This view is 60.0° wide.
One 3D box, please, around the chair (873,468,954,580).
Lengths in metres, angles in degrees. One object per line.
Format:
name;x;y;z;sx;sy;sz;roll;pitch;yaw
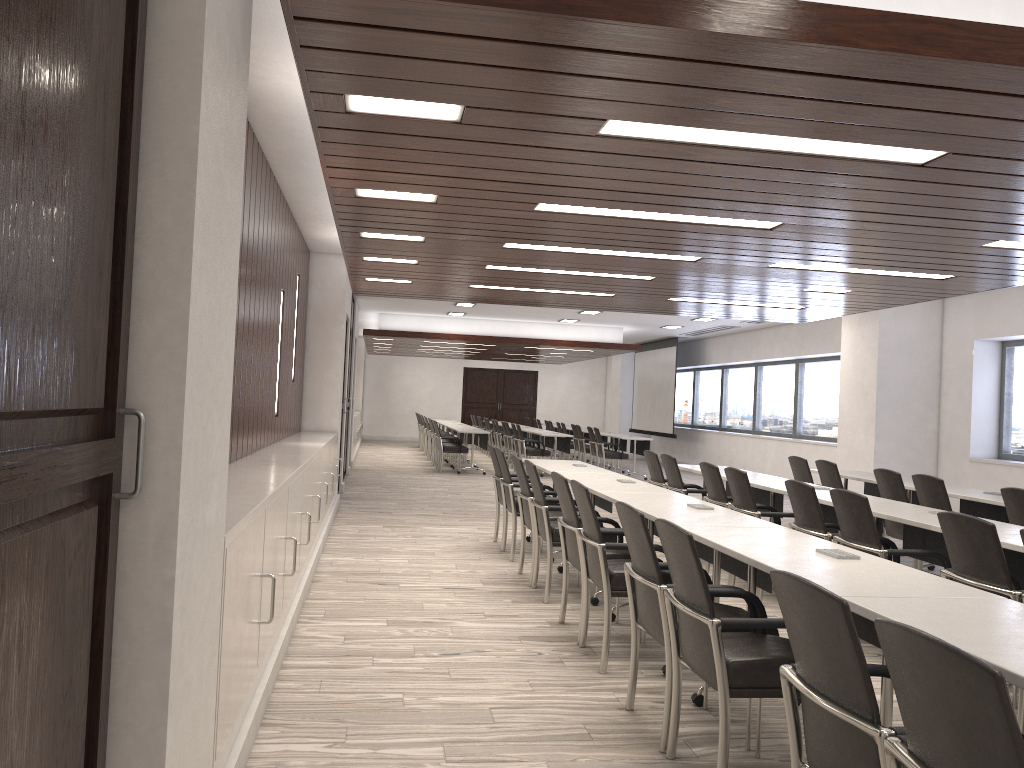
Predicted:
chair;3.284;1.165;7.181;0.638;0.939;0.513;3;-1;-8

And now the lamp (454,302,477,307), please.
lamp;-0.774;-1.374;14.778;0.324;0.120;0.519;3;-1;-9

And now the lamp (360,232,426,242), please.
lamp;-0.851;-1.074;6.332;0.464;0.045;0.236;3;-1;-9

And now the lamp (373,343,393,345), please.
lamp;-2.809;-0.898;19.280;0.464;0.045;0.236;3;-1;-9

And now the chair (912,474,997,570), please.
chair;3.368;1.158;6.665;0.638;0.939;0.513;3;-1;-8

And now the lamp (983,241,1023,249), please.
lamp;3.207;-0.901;5.608;0.421;0.046;0.236;3;-1;-9

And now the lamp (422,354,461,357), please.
lamp;-1.842;-0.773;23.208;1.496;0.045;0.236;3;-1;-9

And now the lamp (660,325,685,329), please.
lamp;3.088;-1.148;17.090;0.324;0.120;0.519;3;-1;-9

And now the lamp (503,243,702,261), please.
lamp;0.676;-0.999;6.561;1.496;0.045;0.236;3;-1;-9

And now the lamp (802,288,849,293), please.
lamp;2.845;-0.868;8.000;0.421;0.046;0.236;3;-1;-9

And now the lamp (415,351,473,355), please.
lamp;-1.644;-0.790;21.903;1.496;0.045;0.236;3;-1;-9

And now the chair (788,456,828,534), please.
chair;3.046;1.185;8.679;0.638;0.939;0.513;3;-1;-8

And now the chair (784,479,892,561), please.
chair;2.019;1.071;5.455;0.638;0.939;0.513;3;-1;-8

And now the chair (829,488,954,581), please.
chair;2.117;1.065;4.934;0.638;0.939;0.513;3;-1;-9

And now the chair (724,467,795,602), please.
chair;1.873;1.084;6.431;0.638;0.939;0.513;3;-1;-9

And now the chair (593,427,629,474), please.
chair;1.840;1.293;16.647;0.638;0.939;0.513;3;-1;-8

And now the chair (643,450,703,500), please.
chair;1.576;1.112;8.463;0.638;0.939;0.513;3;-1;-9

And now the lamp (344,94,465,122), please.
lamp;-0.424;-1.113;3.504;0.464;0.045;0.236;3;-1;-9

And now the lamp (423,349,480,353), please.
lamp;-1.480;-0.805;20.815;1.496;0.045;0.236;3;-1;-9

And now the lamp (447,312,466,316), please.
lamp;-1.030;-1.351;16.470;0.324;0.120;0.519;3;-1;-9

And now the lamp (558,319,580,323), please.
lamp;1.082;-1.247;16.788;0.324;0.120;0.519;3;-1;-9

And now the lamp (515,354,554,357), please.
lamp;0.556;-0.704;21.121;1.496;0.045;0.236;3;-1;-9

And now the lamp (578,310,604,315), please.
lamp;1.338;-1.270;15.096;0.324;0.120;0.519;3;-1;-9

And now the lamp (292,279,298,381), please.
lamp;-2.209;-0.565;8.819;0.094;1.058;0.236;3;-1;-9

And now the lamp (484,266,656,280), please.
lamp;0.511;-0.984;7.649;1.496;0.045;0.236;3;-1;-9

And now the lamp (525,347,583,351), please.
lamp;0.983;-0.743;18.294;1.496;0.045;0.236;3;-1;-9

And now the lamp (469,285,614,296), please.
lamp;0.314;-0.966;8.954;1.496;0.045;0.236;3;-1;-9

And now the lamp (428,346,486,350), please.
lamp;-1.282;-0.823;19.510;1.496;0.045;0.236;3;-1;-9

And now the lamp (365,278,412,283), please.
lamp;-1.213;-1.042;8.724;0.464;0.045;0.236;3;-1;-9

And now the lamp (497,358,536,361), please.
lamp;0.194;-0.672;23.514;1.496;0.045;0.236;3;-1;-9

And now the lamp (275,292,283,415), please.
lamp;-2.026;-0.265;7.508;0.094;1.058;0.236;3;-1;-9

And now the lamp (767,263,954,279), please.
lamp;2.711;-0.898;6.868;1.496;0.045;0.236;3;-1;-9

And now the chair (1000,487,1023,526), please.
chair;3.503;1.144;5.672;0.638;0.939;0.513;3;-1;-8

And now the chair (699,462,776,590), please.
chair;1.796;1.091;6.949;0.638;0.939;0.513;3;-1;-9

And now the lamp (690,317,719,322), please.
lamp;3.344;-1.171;15.398;0.324;0.120;0.519;3;-1;-9

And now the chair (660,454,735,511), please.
chair;1.652;1.105;7.941;0.638;0.939;0.513;3;-1;-9

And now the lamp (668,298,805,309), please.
lamp;2.349;-0.865;9.261;1.496;0.045;0.236;3;-1;-9

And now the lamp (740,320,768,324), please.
lamp;3.934;-1.037;9.664;1.499;0.552;12.001;2;-1;8

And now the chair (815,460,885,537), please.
chair;3.140;1.179;8.166;0.638;0.939;0.513;3;-1;-8

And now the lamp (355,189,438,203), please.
lamp;-0.654;-1.092;5.027;0.464;0.045;0.236;3;-1;-9

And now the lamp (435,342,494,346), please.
lamp;-1.052;-0.843;17.987;1.496;0.045;0.236;3;-1;-9

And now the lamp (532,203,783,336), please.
lamp;2.530;-1.058;11.805;1.469;0.552;14.295;2;-1;14

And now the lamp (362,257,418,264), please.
lamp;-1.016;-1.059;7.419;0.464;0.045;0.236;3;-1;-9
